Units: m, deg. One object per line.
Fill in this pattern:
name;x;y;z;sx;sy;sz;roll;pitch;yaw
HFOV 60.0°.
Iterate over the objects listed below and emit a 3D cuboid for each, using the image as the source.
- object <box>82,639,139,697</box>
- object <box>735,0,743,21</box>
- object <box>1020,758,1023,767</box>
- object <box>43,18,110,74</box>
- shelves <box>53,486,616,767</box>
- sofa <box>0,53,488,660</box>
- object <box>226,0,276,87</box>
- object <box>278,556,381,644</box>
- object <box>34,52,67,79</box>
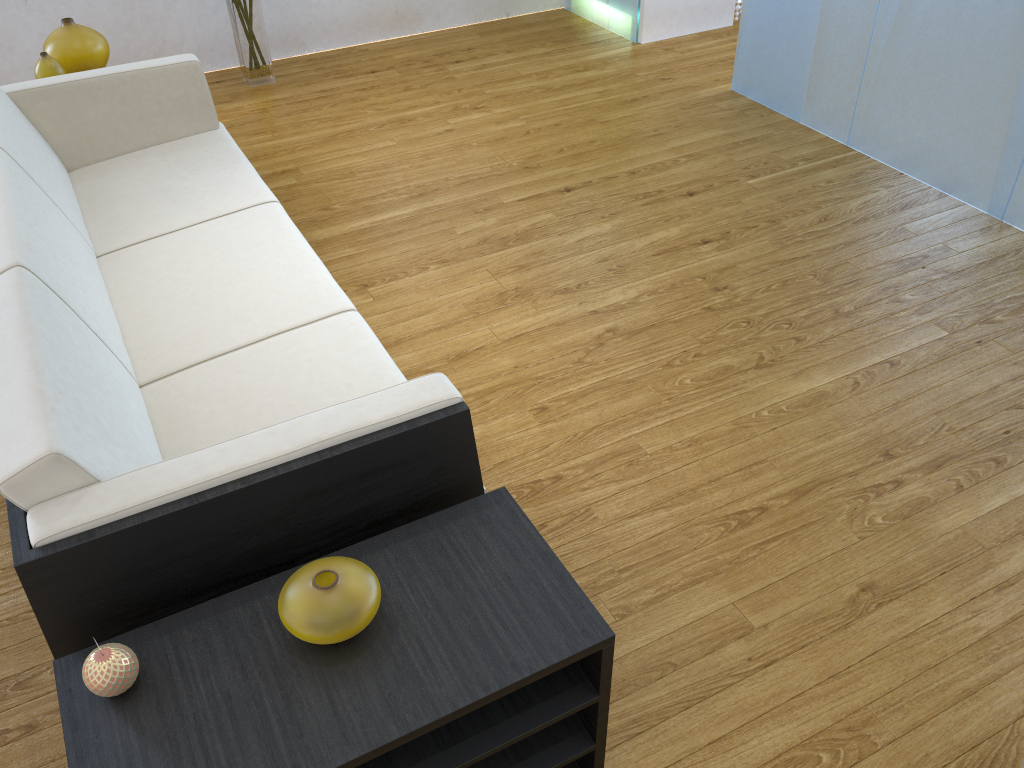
object;-0.552;0.376;1.205;0.071;0.105;0.070;-1;39;0
object;1.611;-2.949;4.430;0.920;2.047;0.050;-19;42;-20
object;1.061;0.596;1.132;0.635;0.698;0.635;6;40;9
object;-1.484;-1.133;3.027;0.207;0.219;0.204;8;40;11
shelves;-0.249;0.557;1.419;0.727;0.458;0.345;-19;42;-20
sofa;-0.241;-0.431;2.483;9.689;0.690;5.272;-19;42;-20
object;-1.320;-1.900;4.092;0.378;0.995;0.478;23;45;27
object;-0.264;0.312;1.285;0.146;0.092;0.144;8;40;11
object;-1.513;-1.007;2.917;0.095;0.163;0.094;8;40;11
